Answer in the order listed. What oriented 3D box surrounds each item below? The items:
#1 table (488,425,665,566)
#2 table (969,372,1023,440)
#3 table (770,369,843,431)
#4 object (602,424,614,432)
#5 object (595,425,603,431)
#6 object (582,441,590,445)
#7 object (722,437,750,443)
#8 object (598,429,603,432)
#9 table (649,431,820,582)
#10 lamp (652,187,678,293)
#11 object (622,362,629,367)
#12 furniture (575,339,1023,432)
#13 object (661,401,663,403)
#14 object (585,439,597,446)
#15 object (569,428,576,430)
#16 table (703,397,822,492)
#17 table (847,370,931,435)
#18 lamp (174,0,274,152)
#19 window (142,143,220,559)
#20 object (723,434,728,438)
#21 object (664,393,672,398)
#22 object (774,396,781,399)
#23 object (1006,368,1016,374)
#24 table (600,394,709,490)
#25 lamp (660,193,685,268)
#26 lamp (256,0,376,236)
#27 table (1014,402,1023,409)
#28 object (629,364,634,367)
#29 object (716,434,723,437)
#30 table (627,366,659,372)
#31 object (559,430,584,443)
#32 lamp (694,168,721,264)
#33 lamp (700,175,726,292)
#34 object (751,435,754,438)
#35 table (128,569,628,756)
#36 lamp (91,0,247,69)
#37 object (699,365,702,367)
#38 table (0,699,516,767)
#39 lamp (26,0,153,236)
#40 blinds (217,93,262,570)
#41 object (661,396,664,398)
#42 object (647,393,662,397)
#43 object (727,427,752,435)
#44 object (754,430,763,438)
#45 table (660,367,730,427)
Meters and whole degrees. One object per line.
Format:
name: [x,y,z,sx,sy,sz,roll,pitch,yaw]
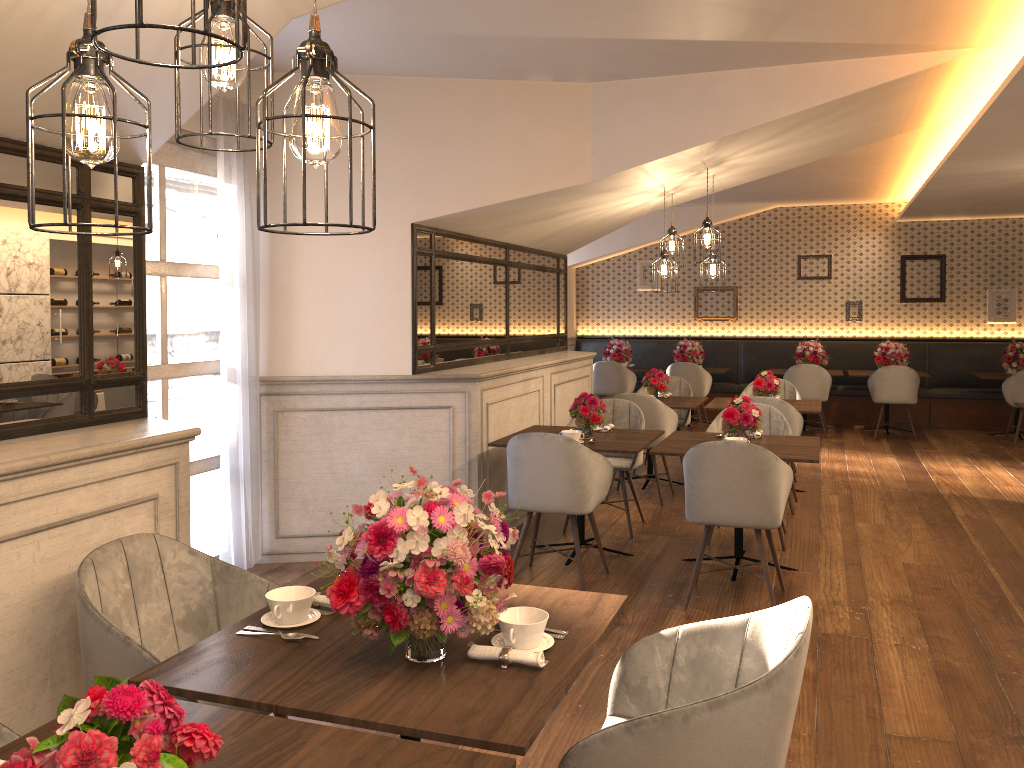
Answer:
table: [0.429,0.688,5.525,0.896,0.720,0.898,1,4,19]
table: [5.953,0.260,10.437,0.896,0.720,0.898,1,4,19]
table: [3.713,0.203,11.228,0.896,0.720,0.898,1,4,19]
object: [0.628,0.286,5.778,0.056,0.039,0.176,1,5,19]
object: [0.521,0.266,5.816,0.148,0.072,0.148,-1,4,-13]
object: [0.434,0.350,5.230,0.022,0.004,0.211,1,5,19]
object: [1.243,0.339,4.915,0.148,0.072,0.148,-1,4,-13]
object: [0.593,0.293,5.781,0.025,0.024,0.193,1,5,19]
table: [1.333,0.711,5.205,0.896,0.720,0.898,1,4,19]
lamp: [1.089,-1.690,6.312,0.175,2.068,0.175,0,2,21]
object: [1.553,-0.275,12.297,0.148,0.072,0.148,-2,4,-23]
furniture: [4.211,-0.020,11.723,7.089,1.080,0.542,1,3,19]
object: [1.231,0.161,7.402,0.043,0.015,0.198,2,5,23]
object: [0.458,0.345,5.214,0.043,0.015,0.198,2,5,23]
object: [0.408,0.294,5.836,0.043,0.015,0.198,1,5,16]
table: [2.108,0.527,7.396,0.896,0.720,0.898,1,4,19]
table: [4.618,0.226,10.908,0.896,0.720,0.898,1,4,19]
lamp: [-0.552,-1.492,1.667,0.175,2.068,0.175,0,2,21]
window: [-1.686,-0.164,5.824,0.495,2.384,14.559,0,5,16]
object: [1.330,0.324,5.503,0.022,0.004,0.211,1,5,19]
object: [1.402,0.102,7.966,0.056,0.039,0.176,1,5,19]
object: [2.293,0.125,7.651,0.056,0.039,0.176,1,5,19]
object: [6.056,-0.160,10.706,0.148,0.072,0.148,-2,4,-23]
table: [1.203,0.504,7.715,0.896,0.720,0.898,1,4,19]
lamp: [1.198,-1.909,6.617,0.175,2.068,0.175,0,2,21]
lamp: [-0.312,-1.275,1.373,0.175,2.068,0.175,0,2,21]
table: [4.493,0.561,6.872,0.896,0.720,0.898,1,4,19]
object: [1.660,-0.256,12.260,0.056,0.039,0.176,1,5,19]
object: [1.299,0.317,5.521,0.043,0.015,0.198,1,5,16]
table: [1.474,0.145,12.019,0.896,0.720,0.898,1,4,19]
object: [0.352,0.316,5.230,0.148,0.072,0.148,-1,4,-13]
lamp: [1.327,-1.859,6.008,0.175,2.068,0.175,0,2,21]
lamp: [1.437,-1.692,6.323,0.175,2.068,0.175,0,2,21]
object: [1.484,0.316,5.466,0.025,0.024,0.193,1,5,19]
table: [-0.249,0.969,2.178,0.896,0.720,0.898,1,4,19]
lamp: [-0.423,-1.442,1.058,0.175,2.068,0.175,0,2,21]
object: [2.534,-0.233,11.951,0.056,0.039,0.176,1,5,19]
table: [-0.562,1.043,1.292,0.896,0.720,0.898,1,4,19]
lamp: [-0.661,-1.272,1.362,0.175,2.068,0.175,0,2,21]
blinds: [-1.713,-0.225,4.570,0.134,2.694,1.383,0,2,20]
object: [1.366,0.109,7.969,0.025,0.024,0.193,1,5,19]
object: [1.294,0.082,8.003,0.148,0.072,0.148,-1,4,-13]
object: [1.412,0.289,5.501,0.148,0.072,0.148,-1,4,-13]
object: [1.519,0.309,5.463,0.056,0.039,0.176,1,5,19]
table: [2.378,0.169,11.700,0.896,0.720,0.898,1,4,19]
